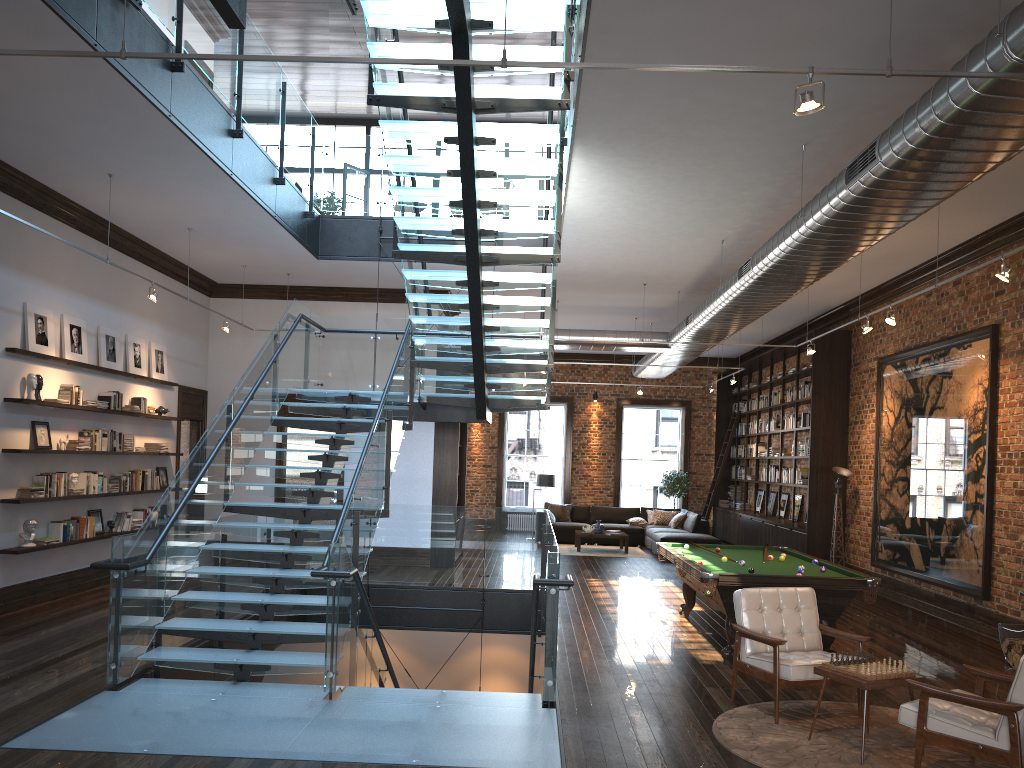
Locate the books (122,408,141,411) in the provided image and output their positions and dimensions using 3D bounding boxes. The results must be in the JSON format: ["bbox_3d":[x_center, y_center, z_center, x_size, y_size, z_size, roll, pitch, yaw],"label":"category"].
[{"bbox_3d":[-4.915,0.329,11.450,0.143,0.013,0.227,2,-5,1],"label":"books"}]

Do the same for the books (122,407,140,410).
[{"bbox_3d":[-4.914,0.316,11.436,0.134,0.011,0.255,2,-5,1],"label":"books"}]

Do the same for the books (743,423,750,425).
[{"bbox_3d":[5.396,1.044,20.333,0.190,0.281,0.006,2,0,1],"label":"books"}]

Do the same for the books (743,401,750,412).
[{"bbox_3d":[5.398,0.537,20.316,0.190,0.279,0.017,2,0,1],"label":"books"}]

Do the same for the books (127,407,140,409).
[{"bbox_3d":[-4.914,0.305,11.450,0.118,0.012,0.206,1,-5,6],"label":"books"}]

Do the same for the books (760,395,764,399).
[{"bbox_3d":[5.389,0.400,18.947,0.166,0.315,0.016,2,0,1],"label":"books"}]

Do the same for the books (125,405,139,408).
[{"bbox_3d":[-4.915,0.290,11.465,0.116,0.021,0.192,2,-5,-4],"label":"books"}]

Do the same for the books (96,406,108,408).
[{"bbox_3d":[-4.937,0.274,10.535,0.141,0.011,0.287,2,-5,2],"label":"books"}]

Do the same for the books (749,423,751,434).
[{"bbox_3d":[5.384,0.996,19.747,0.174,0.279,0.128,2,-1,1],"label":"books"}]

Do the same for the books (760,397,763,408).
[{"bbox_3d":[5.368,0.412,18.817,0.192,0.266,0.016,2,0,1],"label":"books"}]

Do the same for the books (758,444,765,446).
[{"bbox_3d":[5.344,1.435,19.089,0.189,0.287,0.013,2,0,1],"label":"books"}]

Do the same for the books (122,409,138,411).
[{"bbox_3d":[-4.929,0.340,11.443,0.115,0.011,0.241,2,-5,1],"label":"books"}]

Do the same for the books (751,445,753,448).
[{"bbox_3d":[5.362,1.489,19.574,0.177,0.264,0.042,2,0,1],"label":"books"}]

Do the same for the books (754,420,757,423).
[{"bbox_3d":[5.368,0.939,19.331,0.171,0.315,0.014,2,0,1],"label":"books"}]

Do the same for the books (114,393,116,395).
[{"bbox_3d":[-4.920,0.209,10.824,0.154,0.211,0.023,2,0,1],"label":"books"}]

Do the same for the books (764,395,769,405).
[{"bbox_3d":[5.366,0.378,18.553,0.176,0.288,0.030,2,0,1],"label":"books"}]

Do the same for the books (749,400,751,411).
[{"bbox_3d":[5.399,0.490,19.785,0.187,0.279,0.028,2,0,1],"label":"books"}]

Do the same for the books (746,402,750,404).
[{"bbox_3d":[5.420,0.547,20.270,0.129,0.253,0.015,2,0,1],"label":"books"}]

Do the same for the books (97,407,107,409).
[{"bbox_3d":[-4.935,0.284,10.535,0.142,0.011,0.256,2,-5,0],"label":"books"}]

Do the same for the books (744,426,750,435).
[{"bbox_3d":[5.383,1.072,20.241,0.185,0.210,0.069,2,-1,1],"label":"books"}]

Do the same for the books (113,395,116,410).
[{"bbox_3d":[-4.903,0.221,10.777,0.166,0.180,0.028,2,0,1],"label":"books"}]

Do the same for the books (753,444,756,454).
[{"bbox_3d":[5.350,1.455,19.299,0.184,0.283,0.011,2,0,1],"label":"books"}]

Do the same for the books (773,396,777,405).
[{"bbox_3d":[5.330,0.349,17.738,0.193,0.202,0.027,2,0,1],"label":"books"}]

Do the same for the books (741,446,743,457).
[{"bbox_3d":[5.383,1.565,20.439,0.180,0.263,0.015,2,0,1],"label":"books"}]

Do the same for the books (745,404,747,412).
[{"bbox_3d":[5.402,0.563,20.236,0.173,0.214,0.025,2,0,1],"label":"books"}]

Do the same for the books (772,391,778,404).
[{"bbox_3d":[5.350,0.303,17.915,0.186,0.328,0.069,2,0,1],"label":"books"}]

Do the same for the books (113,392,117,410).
[{"bbox_3d":[-4.912,0.208,10.841,0.155,0.217,0.011,2,0,1],"label":"books"}]

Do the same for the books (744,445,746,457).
[{"bbox_3d":[5.374,1.540,20.234,0.164,0.277,0.013,2,0,1],"label":"books"}]

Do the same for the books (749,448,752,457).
[{"bbox_3d":[5.335,1.515,19.531,0.236,0.202,0.046,2,0,1],"label":"books"}]

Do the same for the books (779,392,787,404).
[{"bbox_3d":[5.334,0.292,17.371,0.190,0.254,0.062,2,0,1],"label":"books"}]

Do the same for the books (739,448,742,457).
[{"bbox_3d":[5.358,1.589,20.509,0.231,0.224,0.024,2,0,1],"label":"books"}]

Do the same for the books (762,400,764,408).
[{"bbox_3d":[5.367,0.442,18.695,0.176,0.185,0.035,2,0,1],"label":"books"}]

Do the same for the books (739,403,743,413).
[{"bbox_3d":[5.386,0.568,20.530,0.235,0.252,0.028,2,0,1],"label":"books"}]

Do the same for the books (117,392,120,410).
[{"bbox_3d":[-4.913,0.210,10.915,0.162,0.225,0.011,2,0,1],"label":"books"}]

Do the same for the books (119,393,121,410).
[{"bbox_3d":[-4.905,0.215,10.931,0.167,0.218,0.021,2,0,1],"label":"books"}]

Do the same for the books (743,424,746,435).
[{"bbox_3d":[5.385,1.054,20.306,0.183,0.254,0.046,2,0,1],"label":"books"}]

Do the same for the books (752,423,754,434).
[{"bbox_3d":[5.367,0.981,19.484,0.174,0.256,0.027,2,0,1],"label":"books"}]

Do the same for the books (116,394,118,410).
[{"bbox_3d":[-4.915,0.220,10.903,0.131,0.203,0.014,2,0,1],"label":"books"}]

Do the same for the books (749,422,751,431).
[{"bbox_3d":[5.394,1.000,19.800,0.174,0.279,0.128,2,-1,1],"label":"books"}]

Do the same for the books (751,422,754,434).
[{"bbox_3d":[5.384,0.975,19.569,0.174,0.285,0.091,2,-1,1],"label":"books"}]

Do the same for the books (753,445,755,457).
[{"bbox_3d":[5.341,1.461,19.255,0.189,0.263,0.010,2,0,1],"label":"books"}]

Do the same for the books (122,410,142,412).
[{"bbox_3d":[-4.906,0.352,11.448,0.162,0.011,0.231,2,-5,1],"label":"books"}]

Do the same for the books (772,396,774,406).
[{"bbox_3d":[5.353,0.360,17.901,0.173,0.211,0.057,2,0,1],"label":"books"}]

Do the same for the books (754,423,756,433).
[{"bbox_3d":[5.367,0.973,19.306,0.181,0.242,0.036,2,0,1],"label":"books"}]

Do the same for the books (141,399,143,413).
[{"bbox_3d":[-4.899,0.285,11.583,0.142,0.193,0.013,2,0,1],"label":"books"}]

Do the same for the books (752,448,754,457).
[{"bbox_3d":[5.360,1.508,19.474,0.186,0.207,0.017,2,0,1],"label":"books"}]

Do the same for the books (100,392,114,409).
[{"bbox_3d":[-4.912,0.205,10.752,0.156,0.208,0.022,2,0,1],"label":"books"}]

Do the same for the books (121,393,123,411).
[{"bbox_3d":[-4.912,0.223,10.998,0.163,0.214,0.023,2,0,1],"label":"books"}]

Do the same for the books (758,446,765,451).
[{"bbox_3d":[5.360,1.458,19.037,0.147,0.232,0.036,2,0,1],"label":"books"}]

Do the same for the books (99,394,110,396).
[{"bbox_3d":[-4.927,0.213,10.720,0.126,0.184,0.042,2,0,1],"label":"books"}]

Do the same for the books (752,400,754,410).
[{"bbox_3d":[5.397,0.484,19.567,0.178,0.254,0.036,2,0,1],"label":"books"}]

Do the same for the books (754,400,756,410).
[{"bbox_3d":[5.390,0.483,19.460,0.156,0.237,0.033,2,0,1],"label":"books"}]

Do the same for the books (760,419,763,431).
[{"bbox_3d":[5.358,0.896,18.834,0.183,0.313,0.013,2,0,1],"label":"books"}]

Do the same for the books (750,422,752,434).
[{"bbox_3d":[5.381,0.988,19.686,0.174,0.282,0.113,2,-1,1],"label":"books"}]

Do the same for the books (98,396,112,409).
[{"bbox_3d":[-4.912,0.224,10.696,0.167,0.161,0.037,2,0,1],"label":"books"}]

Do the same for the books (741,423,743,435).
[{"bbox_3d":[5.394,1.050,20.482,0.184,0.292,0.006,2,0,1],"label":"books"}]

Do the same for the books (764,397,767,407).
[{"bbox_3d":[5.363,0.391,18.499,0.185,0.253,0.030,2,0,1],"label":"books"}]

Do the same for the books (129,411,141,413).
[{"bbox_3d":[-4.909,0.364,11.451,0.142,0.012,0.225,2,-5,1],"label":"books"}]

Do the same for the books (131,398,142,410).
[{"bbox_3d":[-4.903,0.280,11.572,0.135,0.200,0.011,2,0,1],"label":"books"}]
